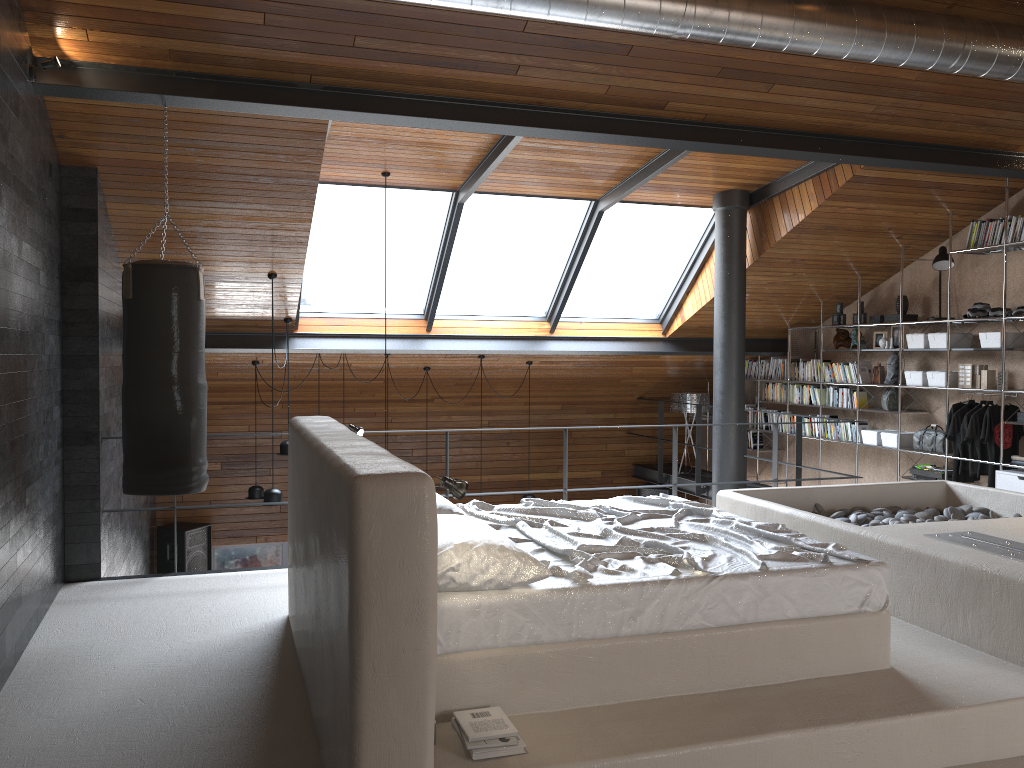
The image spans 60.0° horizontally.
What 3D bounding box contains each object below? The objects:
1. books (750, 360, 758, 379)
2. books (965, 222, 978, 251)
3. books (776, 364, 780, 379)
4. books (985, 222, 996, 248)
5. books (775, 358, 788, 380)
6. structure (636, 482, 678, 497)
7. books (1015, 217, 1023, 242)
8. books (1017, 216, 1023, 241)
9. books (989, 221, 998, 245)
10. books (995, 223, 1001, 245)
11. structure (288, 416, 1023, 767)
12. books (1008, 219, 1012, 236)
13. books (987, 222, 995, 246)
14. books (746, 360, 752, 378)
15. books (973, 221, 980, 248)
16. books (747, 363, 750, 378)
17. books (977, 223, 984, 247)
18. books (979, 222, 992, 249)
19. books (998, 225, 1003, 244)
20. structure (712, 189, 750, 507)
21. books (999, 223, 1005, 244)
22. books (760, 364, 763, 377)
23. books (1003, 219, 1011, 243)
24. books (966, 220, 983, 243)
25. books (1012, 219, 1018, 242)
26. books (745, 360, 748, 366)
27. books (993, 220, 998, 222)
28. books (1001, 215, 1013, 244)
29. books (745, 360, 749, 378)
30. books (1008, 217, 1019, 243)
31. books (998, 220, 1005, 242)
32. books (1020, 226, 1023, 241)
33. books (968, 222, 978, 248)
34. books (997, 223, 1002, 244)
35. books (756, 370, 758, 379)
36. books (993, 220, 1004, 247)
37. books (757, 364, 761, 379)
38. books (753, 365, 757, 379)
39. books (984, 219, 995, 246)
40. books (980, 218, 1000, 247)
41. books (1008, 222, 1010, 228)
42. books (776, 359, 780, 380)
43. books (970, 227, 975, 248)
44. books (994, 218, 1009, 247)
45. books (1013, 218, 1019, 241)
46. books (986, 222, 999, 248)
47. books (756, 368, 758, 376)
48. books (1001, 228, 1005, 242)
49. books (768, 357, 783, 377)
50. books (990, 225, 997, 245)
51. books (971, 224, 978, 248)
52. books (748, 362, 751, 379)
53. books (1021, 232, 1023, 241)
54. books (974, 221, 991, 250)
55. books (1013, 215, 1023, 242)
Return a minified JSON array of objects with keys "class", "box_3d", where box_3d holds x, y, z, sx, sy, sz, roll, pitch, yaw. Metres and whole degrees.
[{"class":"books","box_3d":[2.902,-0.174,10.515,0.129,0.226,0.069,0,2,-18]},{"class":"books","box_3d":[3.887,-1.238,7.439,0.148,0.229,0.073,0,2,-18]},{"class":"books","box_3d":[3.056,-0.141,10.013,0.131,0.178,0.057,0,2,-18]},{"class":"books","box_3d":[3.937,-1.217,7.251,0.127,0.197,0.063,0,2,-18]},{"class":"books","box_3d":[3.081,-0.170,10.050,0.191,0.249,0.077,0,2,-18]},{"class":"structure","box_3d":[1.943,1.666,11.671,0.461,0.735,0.488,1,2,32]},{"class":"books","box_3d":[4.031,-1.206,6.971,0.126,0.194,0.064,0,2,-18]},{"class":"books","box_3d":[4.035,-1.209,6.954,0.123,0.201,0.071,0,2,-18]},{"class":"books","box_3d":[3.949,-1.215,7.200,0.127,0.197,0.063,0,2,-18]},{"class":"books","box_3d":[3.963,-1.205,7.142,0.117,0.180,0.059,0,2,-18]},{"class":"structure","box_3d":[1.326,0.755,4.414,4.614,1.120,2.634,0,2,-18]},{"class":"books","box_3d":[4.000,-1.209,7.051,0.138,0.189,0.065,0,2,-18]},{"class":"books","box_3d":[3.939,-1.215,7.208,0.127,0.197,0.063,0,2,-18]},{"class":"books","box_3d":[2.885,-0.177,10.597,0.160,0.228,0.080,0,2,-18]},{"class":"books","box_3d":[3.919,-1.236,7.379,0.148,0.229,0.073,0,2,-18]},{"class":"books","box_3d":[2.875,-0.163,10.570,0.130,0.202,0.063,0,2,-18]},{"class":"books","box_3d":[3.917,-1.220,7.326,0.130,0.202,0.063,0,2,-18]},{"class":"books","box_3d":[3.932,-1.222,7.318,0.146,0.208,0.071,0,2,-18]},{"class":"books","box_3d":[3.964,-1.201,7.114,0.112,0.174,0.054,0,2,-18]},{"class":"structure","box_3d":[2.051,1.097,7.890,1.197,5.700,1.689,0,2,-18]},{"class":"books","box_3d":[3.964,-1.199,7.104,0.111,0.171,0.056,0,2,-18]},{"class":"books","box_3d":[2.941,-0.142,10.307,0.112,0.173,0.054,0,2,-18]},{"class":"books","box_3d":[3.978,-1.210,7.067,0.111,0.194,0.059,0,2,-18]},{"class":"books","box_3d":[3.921,-1.249,7.458,0.206,0.249,0.074,0,2,-18]},{"class":"books","box_3d":[4.022,-1.207,7.012,0.120,0.186,0.064,0,2,-18]},{"class":"books","box_3d":[2.870,-0.179,10.662,0.169,0.229,0.077,0,2,-18]},{"class":"books","box_3d":[3.970,-1.225,7.226,0.177,0.214,0.064,0,2,-18]},{"class":"books","box_3d":[3.982,-1.225,7.078,0.122,0.227,0.076,0,2,-18]},{"class":"books","box_3d":[2.877,-0.179,10.623,0.148,0.229,0.073,0,2,-18]},{"class":"books","box_3d":[4.012,-1.213,7.023,0.131,0.202,0.068,0,2,-18]},{"class":"books","box_3d":[3.968,-1.212,7.121,0.111,0.194,0.059,0,2,-18]},{"class":"books","box_3d":[4.061,-1.238,6.932,0.143,0.264,0.088,0,2,-18]},{"class":"books","box_3d":[3.912,-1.236,7.418,0.169,0.229,0.077,0,2,-18]},{"class":"books","box_3d":[3.960,-1.201,7.131,0.112,0.173,0.054,0,2,-18]},{"class":"books","box_3d":[2.919,-0.145,10.375,0.112,0.173,0.054,0,2,-18]},{"class":"books","box_3d":[3.963,-1.217,7.173,0.125,0.204,0.072,0,2,-18]},{"class":"books","box_3d":[2.923,-0.142,10.348,0.111,0.171,0.056,0,2,-18]},{"class":"books","box_3d":[2.905,-0.144,10.434,0.119,0.169,0.058,0,2,-18]},{"class":"books","box_3d":[3.943,-1.231,7.271,0.129,0.226,0.069,0,2,-18]},{"class":"books","box_3d":[3.935,-1.236,7.284,0.143,0.233,0.081,0,2,-18]},{"class":"books","box_3d":[3.983,-1.199,7.063,0.112,0.173,0.054,0,2,-18]},{"class":"books","box_3d":[3.090,-0.168,10.040,0.191,0.244,0.075,0,2,-18]},{"class":"books","box_3d":[3.895,-1.218,7.405,0.131,0.178,0.057,0,2,-18]},{"class":"books","box_3d":[3.979,-1.224,7.156,0.161,0.220,0.074,0,2,-18]},{"class":"books","box_3d":[4.033,-1.219,6.997,0.137,0.213,0.068,0,2,-18]},{"class":"books","box_3d":[3.949,-1.216,7.235,0.139,0.199,0.074,0,2,-18]},{"class":"books","box_3d":[2.921,-0.148,10.386,0.117,0.180,0.059,0,2,-18]},{"class":"books","box_3d":[3.976,-1.200,7.097,0.112,0.173,0.054,0,2,-18]},{"class":"books","box_3d":[3.020,-0.181,10.176,0.143,0.264,0.088,0,2,-18]},{"class":"books","box_3d":[3.947,-1.201,7.190,0.119,0.169,0.058,0,2,-18]},{"class":"books","box_3d":[3.906,-1.230,7.392,0.149,0.202,0.067,0,2,-18]},{"class":"books","box_3d":[2.891,-0.166,10.562,0.146,0.208,0.071,0,2,-18]},{"class":"books","box_3d":[4.047,-1.215,6.916,0.117,0.218,0.073,0,2,-18]},{"class":"books","box_3d":[3.927,-1.233,7.353,0.160,0.228,0.080,0,2,-18]},{"class":"books","box_3d":[4.025,-1.217,6.981,0.133,0.215,0.070,0,2,-18]}]
